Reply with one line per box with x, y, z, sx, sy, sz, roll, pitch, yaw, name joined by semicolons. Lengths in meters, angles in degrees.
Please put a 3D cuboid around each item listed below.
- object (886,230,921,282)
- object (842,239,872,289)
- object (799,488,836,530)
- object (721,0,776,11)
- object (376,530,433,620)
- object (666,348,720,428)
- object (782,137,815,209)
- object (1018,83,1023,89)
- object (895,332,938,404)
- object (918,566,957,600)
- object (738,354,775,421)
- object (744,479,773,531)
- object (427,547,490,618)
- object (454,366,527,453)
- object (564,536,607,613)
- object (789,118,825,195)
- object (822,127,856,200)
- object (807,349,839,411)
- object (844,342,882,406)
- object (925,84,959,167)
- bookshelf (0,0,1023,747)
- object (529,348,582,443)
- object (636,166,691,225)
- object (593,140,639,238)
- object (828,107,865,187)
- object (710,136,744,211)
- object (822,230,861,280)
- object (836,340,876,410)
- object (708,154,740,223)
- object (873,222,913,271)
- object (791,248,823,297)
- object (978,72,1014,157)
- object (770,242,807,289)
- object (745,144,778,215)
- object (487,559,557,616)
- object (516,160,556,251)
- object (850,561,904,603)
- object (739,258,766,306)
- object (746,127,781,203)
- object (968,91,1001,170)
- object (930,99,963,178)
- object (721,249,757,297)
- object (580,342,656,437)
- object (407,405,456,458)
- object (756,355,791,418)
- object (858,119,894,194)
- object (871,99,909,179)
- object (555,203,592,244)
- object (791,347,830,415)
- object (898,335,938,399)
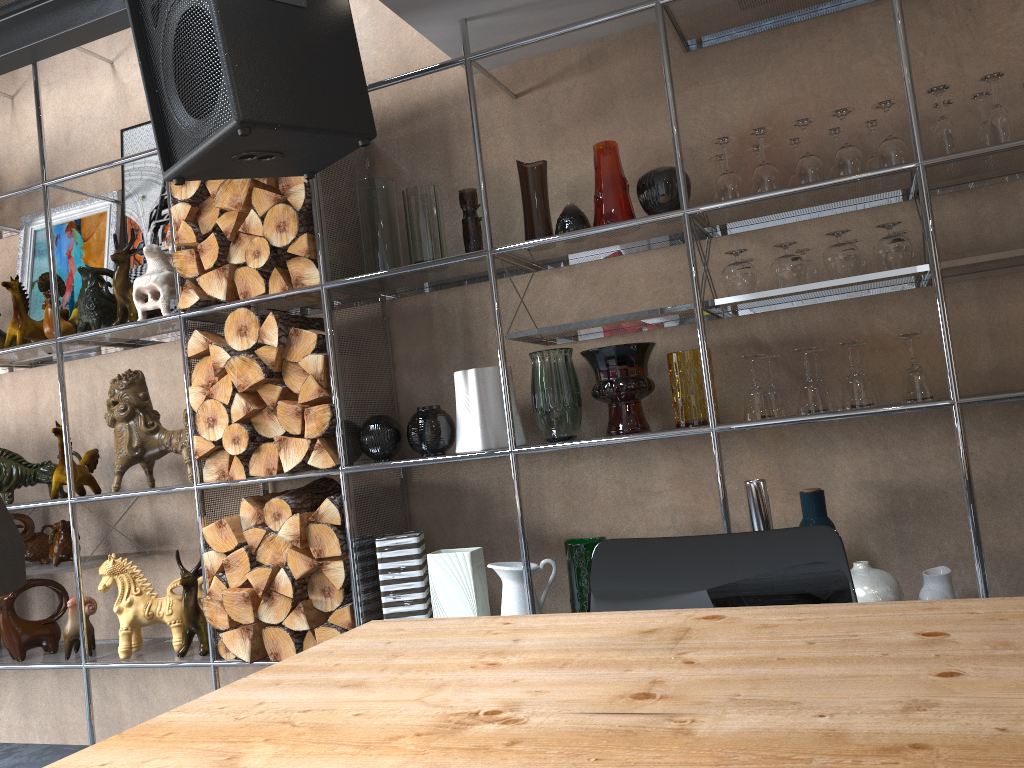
1.036;-0.340;2.355;0.092;0.124;0.092;-3;-5;-42;object
0.925;-0.324;2.400;0.092;0.124;0.092;-3;-5;-42;object
0.840;0.471;2.413;0.099;0.372;0.099;-5;-4;-19;object
0.717;-1.142;2.430;0.311;0.164;0.322;-7;-4;10;object
-0.328;0.639;2.737;0.139;0.347;0.140;-7;-4;2;object
0.495;0.013;2.425;0.120;0.206;0.120;-5;-4;-21;object
0.794;-0.581;2.449;0.071;0.184;0.070;-7;-4;-2;object
1.314;-0.659;2.220;0.060;0.191;0.060;-4;-4;-32;object
0.997;-0.040;2.195;0.081;0.170;0.081;-3;-5;-42;object
1.090;0.549;2.275;0.102;0.142;0.100;-7;-4;2;object
0.642;0.010;2.339;0.081;0.170;0.081;-3;-5;-42;object
0.698;0.458;2.330;0.129;0.420;0.129;-8;-4;25;object
-0.155;0.642;2.651;0.148;0.287;0.092;-8;-4;22;object
-0.076;0.077;2.656;0.175;0.241;0.165;-4;-4;-32;object
0.224;0.587;2.525;0.125;0.295;0.129;-3;-5;-43;object
0.766;-0.587;2.295;0.071;0.184;0.070;-7;-4;-2;object
0.887;-0.595;2.400;0.071;0.184;0.070;-7;-4;-2;object
0.841;-0.008;2.429;0.081;0.170;0.081;-8;-4;18;object
0.936;-0.022;2.374;0.081;0.170;0.081;-8;-4;18;object
1.061;-0.632;2.179;0.060;0.191;0.060;-3;-5;-42;object
0.609;-2.022;2.489;10.737;6.220;0.421;-8;-4;22;bookshelf
0.128;0.035;2.564;0.144;0.264;0.142;-4;-5;-38;object
0.422;-0.521;2.448;0.149;0.149;0.148;-5;-4;-25;object
0.280;-0.553;2.510;0.127;0.255;0.126;-5;-4;-25;object
0.850;-0.600;2.251;0.071;0.184;0.070;-7;-4;-2;object
0.577;-0.560;2.368;0.071;0.184;0.070;-7;-4;-2;object
0.835;-0.323;2.250;0.092;0.124;0.092;-3;-5;-42;object
0.870;-0.022;2.256;0.081;0.170;0.081;-8;-4;18;object
0.604;-0.554;2.522;0.071;0.184;0.070;-7;-4;-2;object
0.954;-0.338;2.224;0.092;0.124;0.092;-3;-5;-42;object
0.810;-0.308;2.447;0.092;0.124;0.092;-3;-5;-42;object
1.171;-0.647;2.135;0.060;0.191;0.060;-3;-5;-42;object
0.727;-0.305;2.331;0.092;0.124;0.092;-3;-5;-42;object
0.696;-0.568;2.471;0.071;0.184;0.070;-7;-4;-2;object
0.033;0.639;2.596;0.171;0.245;0.146;-4;-5;-38;object
0.068;-0.530;2.598;0.092;0.268;0.092;-10;-5;44;object
0.898;0.546;2.247;0.177;0.189;0.177;-5;-4;-27;object
0.670;-0.288;2.504;0.092;0.124;0.092;-3;-5;-42;object
0.662;-0.573;2.327;0.071;0.184;0.070;-7;-4;-2;object
1.211;-0.644;2.262;0.060;0.191;0.060;-3;-5;-42;object
1.129;-0.632;2.295;0.060;0.191;0.060;-3;-5;-42;object
0.602;-0.289;2.350;0.092;0.124;0.092;-3;-5;-42;object
0.313;0.020;2.501;0.216;0.244;0.218;-7;-4;12;object
-0.247;0.145;2.711;0.151;0.154;0.151;-8;-4;25;object
0.725;0.009;2.472;0.081;0.170;0.081;-3;-5;-42;object
0.975;-0.607;2.372;0.071;0.184;0.070;-7;-4;-2;object
0.951;-0.613;2.228;0.071;0.184;0.070;-7;-4;-2;object
0.174;-0.465;2.553;0.108;0.109;0.108;-3;-5;-42;object
0.771;-0.007;2.302;0.081;0.170;0.081;-8;-4;18;object
1.064;-0.040;2.333;0.081;0.170;0.081;-3;-5;-42;object
